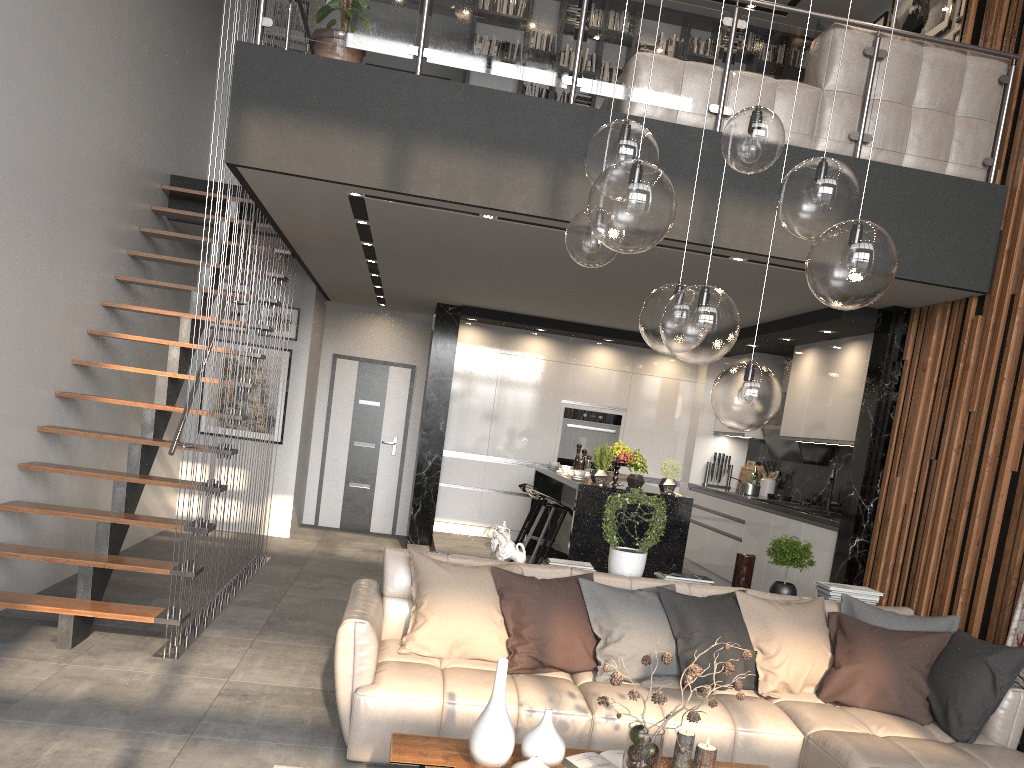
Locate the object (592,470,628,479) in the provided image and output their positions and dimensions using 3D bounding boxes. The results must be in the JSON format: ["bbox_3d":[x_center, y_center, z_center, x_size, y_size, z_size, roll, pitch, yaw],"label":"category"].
[{"bbox_3d":[0.963,0.884,8.555,0.291,0.031,0.397,8,-3,-7],"label":"object"}]

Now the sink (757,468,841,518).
[{"bbox_3d":[2.535,0.957,7.371,0.499,0.553,1.101,8,-1,-7],"label":"sink"}]

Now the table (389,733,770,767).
[{"bbox_3d":[0.304,1.539,2.867,1.456,0.359,0.888,8,-1,-7],"label":"table"}]

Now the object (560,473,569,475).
[{"bbox_3d":[0.526,0.794,7.631,0.228,0.003,0.226,8,-3,-7],"label":"object"}]

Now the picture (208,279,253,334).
[{"bbox_3d":[-2.887,-0.797,8.958,0.411,0.513,0.024,7,6,-8],"label":"picture"}]

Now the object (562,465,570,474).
[{"bbox_3d":[0.474,0.755,7.688,0.076,0.071,0.084,9,2,42],"label":"object"}]

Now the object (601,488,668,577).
[{"bbox_3d":[0.673,0.868,4.973,0.387,0.584,0.211,6,6,-26],"label":"object"}]

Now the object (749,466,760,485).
[{"bbox_3d":[2.520,0.996,9.081,0.090,0.287,0.080,7,6,-7],"label":"object"}]

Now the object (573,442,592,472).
[{"bbox_3d":[0.711,0.719,8.517,0.151,0.287,0.196,6,4,-24],"label":"object"}]

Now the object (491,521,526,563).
[{"bbox_3d":[-0.014,0.915,4.892,0.206,0.294,0.134,9,5,12],"label":"object"}]

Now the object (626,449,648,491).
[{"bbox_3d":[0.962,0.660,6.747,0.178,0.317,0.170,8,4,4],"label":"object"}]

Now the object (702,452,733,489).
[{"bbox_3d":[2.267,0.941,9.572,0.322,0.378,0.065,7,6,-8],"label":"object"}]

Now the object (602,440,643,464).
[{"bbox_3d":[0.876,0.559,7.102,0.348,0.218,0.315,8,0,-10],"label":"object"}]

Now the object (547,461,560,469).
[{"bbox_3d":[0.402,0.777,8.317,0.156,0.071,0.153,9,-1,-39],"label":"object"}]

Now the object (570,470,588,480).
[{"bbox_3d":[0.545,0.742,7.115,0.156,0.071,0.153,9,-1,-39],"label":"object"}]

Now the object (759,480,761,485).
[{"bbox_3d":[2.513,1.052,9.007,0.180,0.165,0.269,8,0,-7],"label":"object"}]

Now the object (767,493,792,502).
[{"bbox_3d":[2.466,1.057,8.213,0.354,0.061,0.229,9,-2,-29],"label":"object"}]

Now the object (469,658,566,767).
[{"bbox_3d":[0.027,1.123,2.932,0.314,0.403,0.317,8,3,12],"label":"object"}]

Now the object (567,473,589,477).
[{"bbox_3d":[0.575,0.795,7.602,0.190,0.012,0.192,7,-3,25],"label":"object"}]

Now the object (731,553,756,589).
[{"bbox_3d":[1.341,1.119,5.085,0.109,0.271,0.107,8,5,-1],"label":"object"}]

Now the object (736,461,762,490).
[{"bbox_3d":[2.542,0.989,9.376,0.098,0.334,0.396,7,1,-7],"label":"object"}]

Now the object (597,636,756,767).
[{"bbox_3d":[0.554,1.091,2.842,0.546,0.611,0.311,6,5,-36],"label":"object"}]

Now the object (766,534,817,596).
[{"bbox_3d":[1.607,1.085,5.117,0.304,0.414,0.273,11,5,43],"label":"object"}]

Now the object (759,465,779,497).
[{"bbox_3d":[2.566,0.978,8.756,0.175,0.309,0.155,7,5,-4],"label":"object"}]

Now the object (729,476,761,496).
[{"bbox_3d":[2.290,1.007,8.575,0.201,0.155,0.343,8,-1,-16],"label":"object"}]

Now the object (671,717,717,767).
[{"bbox_3d":[0.671,1.320,3.184,0.153,0.214,0.076,8,5,3],"label":"object"}]

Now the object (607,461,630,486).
[{"bbox_3d":[0.847,0.723,7.111,0.370,0.190,0.362,8,-1,-43],"label":"object"}]

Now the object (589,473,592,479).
[{"bbox_3d":[0.707,0.779,7.380,0.131,0.060,0.069,8,1,-7],"label":"object"}]

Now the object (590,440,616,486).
[{"bbox_3d":[0.707,0.595,6.730,0.193,0.374,0.186,11,6,38],"label":"object"}]

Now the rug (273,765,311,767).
[{"bbox_3d":[0.234,1.711,3.008,2.304,0.020,1.592,8,-3,-8],"label":"rug"}]

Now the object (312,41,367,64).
[{"bbox_3d":[-0.826,-2.389,4.790,0.770,1.490,0.523,9,6,13],"label":"object"}]

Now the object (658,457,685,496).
[{"bbox_3d":[1.233,0.714,6.812,0.220,0.288,0.209,8,3,6],"label":"object"}]
